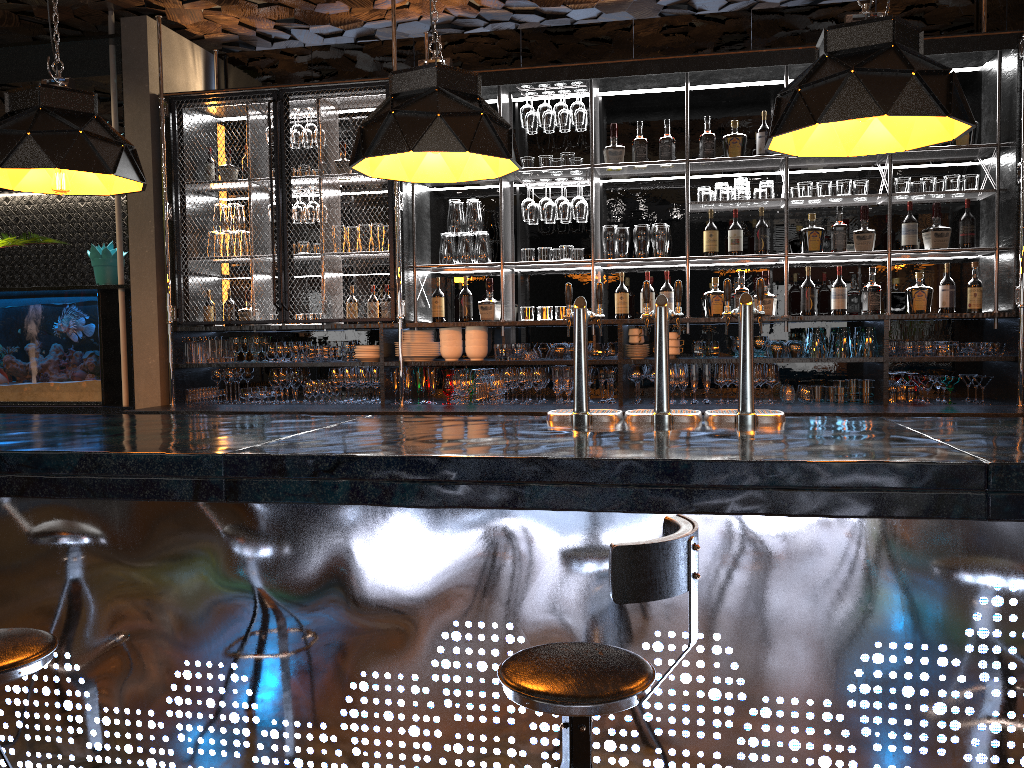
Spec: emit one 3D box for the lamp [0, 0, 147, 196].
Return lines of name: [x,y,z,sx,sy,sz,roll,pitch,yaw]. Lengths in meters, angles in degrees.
lamp: [-1.667,-1.495,3.210,0.582,1.606,0.607,0,3,11]

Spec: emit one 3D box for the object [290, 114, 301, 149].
object: [-1.452,-1.688,5.936,0.081,0.213,0.081,0,3,17]

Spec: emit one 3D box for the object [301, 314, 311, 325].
object: [-1.378,-0.430,5.949,0.077,0.080,0.077,-2,3,-23]

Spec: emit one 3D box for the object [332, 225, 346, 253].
object: [-1.129,-0.942,5.794,0.092,0.182,0.092,0,3,6]

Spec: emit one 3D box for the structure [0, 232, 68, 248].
structure: [-4.842,-0.515,5.363,1.873,3.561,4.073,0,3,13]

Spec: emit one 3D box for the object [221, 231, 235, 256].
object: [-1.919,-0.941,5.998,0.092,0.182,0.092,0,3,6]

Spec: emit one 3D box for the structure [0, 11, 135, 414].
structure: [-4.516,-0.669,6.528,4.269,3.734,0.705,0,3,11]

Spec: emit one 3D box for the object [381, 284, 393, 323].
object: [-0.820,-0.522,5.820,0.075,0.260,0.075,-3,4,-30]

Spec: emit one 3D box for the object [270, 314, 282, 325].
object: [-1.570,-0.425,5.911,0.077,0.080,0.077,-3,4,-39]

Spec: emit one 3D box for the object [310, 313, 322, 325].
object: [-1.298,-0.427,5.877,0.077,0.080,0.077,-1,3,-1]

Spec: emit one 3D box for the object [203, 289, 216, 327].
object: [-2.072,-0.517,6.065,0.075,0.261,0.075,-3,4,-30]

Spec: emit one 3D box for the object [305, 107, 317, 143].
object: [-1.306,-1.681,5.761,0.081,0.213,0.081,0,3,17]

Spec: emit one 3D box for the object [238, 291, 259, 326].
object: [-1.777,-0.508,5.990,0.108,0.244,0.108,1,3,25]

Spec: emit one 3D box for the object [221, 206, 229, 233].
object: [-1.961,-1.129,6.094,0.092,0.182,0.092,0,3,6]

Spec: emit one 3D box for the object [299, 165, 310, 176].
object: [-1.357,-1.385,5.803,0.077,0.080,0.077,-4,4,-43]

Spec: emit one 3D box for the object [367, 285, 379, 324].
object: [-0.917,-0.523,5.860,0.075,0.260,0.075,-3,4,-30]

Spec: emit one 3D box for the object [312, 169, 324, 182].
object: [-1.300,-1.394,5.955,0.077,0.080,0.077,-4,4,-43]

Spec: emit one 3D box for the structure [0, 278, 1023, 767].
structure: [0.286,0.481,2.935,6.009,1.685,1.214,0,3,11]

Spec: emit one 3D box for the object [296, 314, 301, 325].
object: [-1.475,-0.434,6.043,0.077,0.080,0.077,-3,4,-39]

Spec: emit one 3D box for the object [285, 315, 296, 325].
object: [-1.470,-0.425,5.880,0.077,0.080,0.077,-1,3,-3]

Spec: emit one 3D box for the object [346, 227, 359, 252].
object: [-1.055,-0.948,5.882,0.092,0.182,0.092,0,3,6]

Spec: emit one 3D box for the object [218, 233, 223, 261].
object: [-2.011,-0.947,6.119,0.092,0.182,0.092,0,3,6]

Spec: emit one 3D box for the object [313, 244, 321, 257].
object: [-1.294,-0.897,5.956,0.077,0.080,0.077,0,3,7]

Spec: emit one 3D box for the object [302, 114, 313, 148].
object: [-1.367,-1.689,5.920,0.081,0.213,0.081,0,3,17]

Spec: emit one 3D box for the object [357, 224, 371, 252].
object: [-0.960,-0.944,5.785,0.092,0.182,0.092,0,3,6]

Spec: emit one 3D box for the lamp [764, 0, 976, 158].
lamp: [1.070,-1.532,2.677,0.582,1.564,0.607,0,3,11]

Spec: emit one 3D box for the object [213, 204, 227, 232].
object: [-1.975,-1.123,5.997,0.092,0.182,0.092,0,3,6]

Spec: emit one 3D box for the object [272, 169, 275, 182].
object: [-1.572,-1.388,5.911,0.077,0.080,0.077,-1,3,2]

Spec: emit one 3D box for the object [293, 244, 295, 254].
object: [-1.476,-0.891,5.886,0.077,0.080,0.077,-1,3,-11]

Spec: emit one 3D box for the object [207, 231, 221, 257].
object: [-2.021,-0.941,6.017,0.092,0.182,0.092,0,3,6]

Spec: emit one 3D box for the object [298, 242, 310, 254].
object: [-1.364,-0.888,5.809,0.077,0.080,0.077,0,3,7]

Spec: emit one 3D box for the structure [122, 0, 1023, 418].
structure: [1.043,-0.591,5.252,6.750,3.553,1.143,0,3,11]

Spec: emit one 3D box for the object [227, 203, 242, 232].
object: [-1.873,-1.124,5.985,0.092,0.182,0.092,0,3,6]

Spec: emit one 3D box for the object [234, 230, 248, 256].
object: [-1.823,-0.941,5.968,0.092,0.182,0.092,0,3,6]

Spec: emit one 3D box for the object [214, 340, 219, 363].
object: [-1.973,-0.218,5.895,0.058,0.152,0.051,0,3,15]

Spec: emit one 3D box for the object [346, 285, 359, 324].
object: [-1.056,-0.520,5.865,0.075,0.261,0.075,-3,4,-30]

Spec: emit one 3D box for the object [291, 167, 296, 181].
object: [-1.472,-1.387,5.870,0.077,0.080,0.077,-4,4,-43]

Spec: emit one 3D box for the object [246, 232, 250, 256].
object: [-1.815,-0.946,6.065,0.092,0.182,0.092,0,3,6]

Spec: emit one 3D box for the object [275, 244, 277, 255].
object: [-1.568,-0.893,5.942,0.077,0.080,0.077,0,3,23]

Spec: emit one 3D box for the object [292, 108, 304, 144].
object: [-1.395,-1.681,5.778,0.081,0.213,0.081,0,3,17]

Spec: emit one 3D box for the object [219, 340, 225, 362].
object: [-1.957,-0.221,5.953,0.058,0.152,0.051,-2,4,-27]

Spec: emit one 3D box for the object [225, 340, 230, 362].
object: [-1.943,-0.224,6.011,0.051,0.152,0.058,2,4,37]

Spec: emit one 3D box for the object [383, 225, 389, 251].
object: [-0.843,-0.949,5.837,0.092,0.182,0.092,0,3,6]

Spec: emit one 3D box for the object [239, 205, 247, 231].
object: [-1.862,-1.128,6.064,0.092,0.182,0.092,0,3,6]

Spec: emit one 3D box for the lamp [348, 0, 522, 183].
lamp: [-0.276,-1.533,3.062,0.582,1.564,0.607,0,3,11]

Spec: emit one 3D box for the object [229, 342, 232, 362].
object: [-1.947,-0.228,6.072,0.051,0.152,0.058,1,4,35]

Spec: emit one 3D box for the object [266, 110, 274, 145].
object: [-1.574,-1.680,5.814,0.081,0.213,0.081,0,3,17]

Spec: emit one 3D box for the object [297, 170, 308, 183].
object: [-1.409,-1.393,5.967,0.077,0.080,0.077,-2,3,-23]

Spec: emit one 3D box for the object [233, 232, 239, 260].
object: [-1.907,-0.947,6.092,0.092,0.182,0.092,0,3,6]

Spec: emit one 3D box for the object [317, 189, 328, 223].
object: [-1.271,-1.190,5.929,0.081,0.213,0.081,0,3,17]

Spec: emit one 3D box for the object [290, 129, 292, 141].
object: [-1.480,-1.680,5.795,0.081,0.213,0.081,0,3,17]

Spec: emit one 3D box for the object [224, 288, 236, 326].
object: [-1.913,-0.516,6.006,0.075,0.260,0.075,-4,4,-45]

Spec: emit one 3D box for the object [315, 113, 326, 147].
object: [-1.278,-1.689,5.902,0.081,0.213,0.081,0,3,17]

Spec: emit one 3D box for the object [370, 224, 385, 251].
object: [-0.872,-0.943,5.746,0.092,0.182,0.092,0,3,6]
